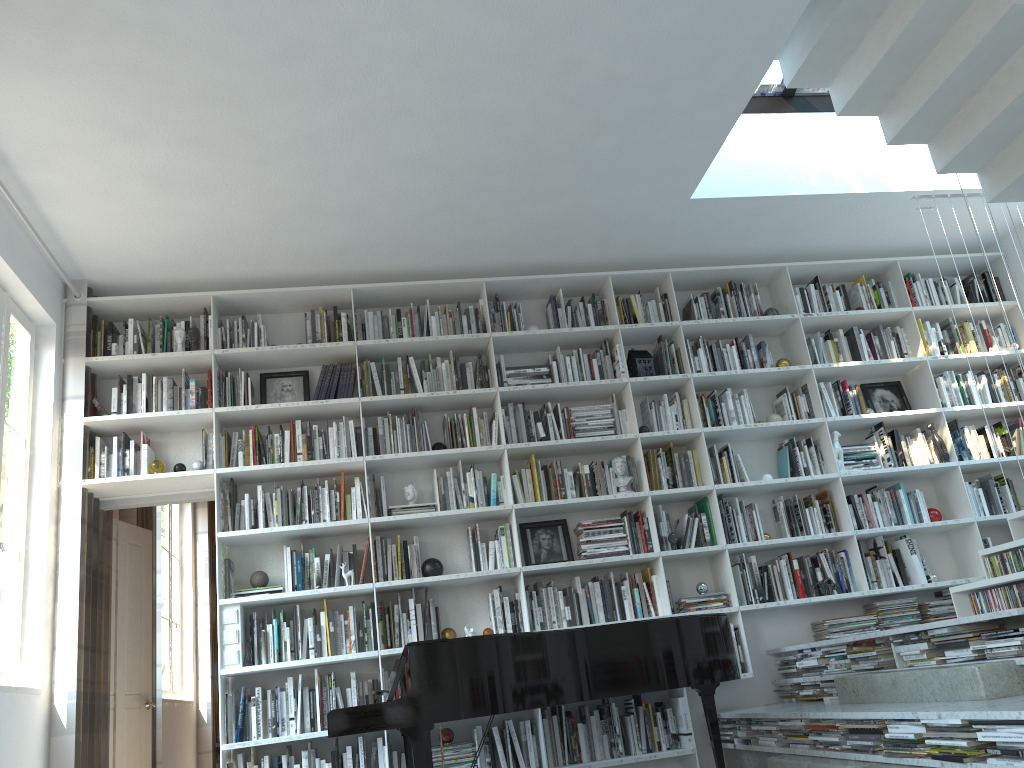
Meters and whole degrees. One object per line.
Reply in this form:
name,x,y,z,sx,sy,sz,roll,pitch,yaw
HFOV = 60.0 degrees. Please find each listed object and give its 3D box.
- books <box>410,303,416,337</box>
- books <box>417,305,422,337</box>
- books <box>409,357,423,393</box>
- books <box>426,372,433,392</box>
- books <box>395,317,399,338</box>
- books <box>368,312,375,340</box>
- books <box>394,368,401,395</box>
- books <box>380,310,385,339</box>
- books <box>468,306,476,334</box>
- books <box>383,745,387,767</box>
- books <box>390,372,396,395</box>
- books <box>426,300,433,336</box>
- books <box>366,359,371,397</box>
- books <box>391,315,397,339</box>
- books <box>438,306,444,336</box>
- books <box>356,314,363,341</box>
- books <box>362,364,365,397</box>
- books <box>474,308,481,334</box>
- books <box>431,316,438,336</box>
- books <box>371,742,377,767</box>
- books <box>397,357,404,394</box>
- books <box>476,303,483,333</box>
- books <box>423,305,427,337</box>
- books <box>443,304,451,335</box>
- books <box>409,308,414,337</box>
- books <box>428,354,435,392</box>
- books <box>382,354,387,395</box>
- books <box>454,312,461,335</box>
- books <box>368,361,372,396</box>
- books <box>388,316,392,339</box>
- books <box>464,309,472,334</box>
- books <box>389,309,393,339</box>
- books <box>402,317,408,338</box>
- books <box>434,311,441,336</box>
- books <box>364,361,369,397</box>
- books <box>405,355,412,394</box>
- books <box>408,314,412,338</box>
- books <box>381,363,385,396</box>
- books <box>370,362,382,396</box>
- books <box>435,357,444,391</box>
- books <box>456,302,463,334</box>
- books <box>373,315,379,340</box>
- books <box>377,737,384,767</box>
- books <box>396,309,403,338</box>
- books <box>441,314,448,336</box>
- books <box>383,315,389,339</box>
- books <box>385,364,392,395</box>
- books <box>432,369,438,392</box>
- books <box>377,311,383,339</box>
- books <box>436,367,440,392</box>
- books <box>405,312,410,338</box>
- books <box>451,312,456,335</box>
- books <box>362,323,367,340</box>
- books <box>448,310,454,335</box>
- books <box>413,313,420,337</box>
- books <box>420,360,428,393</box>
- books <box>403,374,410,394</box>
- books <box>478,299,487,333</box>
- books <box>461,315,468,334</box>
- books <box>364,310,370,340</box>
books,-0.638,-0.357,5.729,0.010,0.297,0.151,-4,-19,-10
books,-0.597,-0.351,5.730,0.013,0.275,0.165,-4,-19,-10
books,-0.605,-0.009,5.600,0.075,0.284,0.179,-4,-19,-10
books,-0.523,0.038,5.605,0.028,0.179,0.168,-4,-19,-10
books,-0.741,-0.305,5.714,0.012,0.215,0.151,-4,-19,-10
books,-0.897,-0.317,5.678,0.031,0.254,0.146,-4,-19,-10
books,-0.722,0.033,5.575,0.029,0.218,0.158,-4,-19,-10
books,-0.829,-0.321,5.684,0.012,0.249,0.174,-4,-19,-10
books,-0.263,-0.362,5.802,0.029,0.260,0.152,-4,-19,-10
books,-0.683,2.084,4.807,0.017,0.232,0.213,-4,-19,-10
books,-0.747,0.046,5.574,0.024,0.200,0.154,-4,-19,-10
books,-0.537,-0.370,5.758,0.014,0.314,0.166,-4,-19,-10
books,-0.903,0.012,5.581,0.014,0.308,0.130,-4,-19,-10
books,-0.761,-0.309,5.721,0.025,0.234,0.130,-4,-19,-10
books,-0.464,-0.352,5.764,0.014,0.268,0.157,-4,-19,-10
books,-0.969,-0.305,5.657,0.029,0.236,0.157,-4,-19,-10
books,-0.925,0.026,5.534,0.023,0.255,0.175,-4,-19,-10
books,-0.231,-0.355,5.782,0.026,0.224,0.173,-4,-19,-10
books,-0.506,-0.315,5.734,0.031,0.189,0.182,-4,-19,-10
books,-0.758,2.092,4.837,0.065,0.255,0.156,-4,-19,-10
books,-0.701,-0.004,5.591,0.023,0.292,0.156,-4,-19,-10
books,-0.215,-0.373,5.799,0.014,0.266,0.172,-4,-19,-10
books,-0.564,-0.352,5.733,0.052,0.272,0.173,-4,-19,-10
books,-0.419,-0.361,5.754,0.014,0.265,0.192,-4,-19,-10
books,-0.646,-0.335,5.717,0.013,0.250,0.184,-4,-19,-10
books,-0.511,-0.024,5.629,0.012,0.306,0.145,-4,-19,-10
books,-0.800,-0.009,5.569,0.012,0.314,0.172,-4,-19,-10
books,-0.360,-0.337,5.745,0.026,0.199,0.188,-4,-19,-10
books,-0.886,0.013,5.558,0.010,0.286,0.149,-4,-19,-10
books,-0.784,-0.304,5.686,0.014,0.206,0.167,-4,-19,-10
books,-0.287,-0.352,5.786,0.026,0.236,0.149,-4,-19,-10
books,-0.776,-0.331,5.699,0.010,0.263,0.161,-4,-19,-10
books,-0.690,-0.305,5.711,0.030,0.200,0.152,-4,-19,-10
books,-0.482,-0.336,5.755,0.026,0.235,0.135,-4,-19,-10
books,-0.911,0.017,5.555,0.013,0.282,0.159,-4,-19,-10
books,-0.654,-0.011,5.621,0.013,0.314,0.135,-4,-19,-10
books,-0.656,-0.318,5.709,0.011,0.215,0.160,-4,-19,-10
books,-0.809,0.020,5.567,0.011,0.259,0.158,-4,-19,-10
books,-0.849,0.019,5.569,0.067,0.273,0.168,-4,-19,-10
books,-0.460,-0.013,5.646,0.026,0.285,0.138,-4,-19,-10
books,-0.339,-0.372,5.781,0.013,0.284,0.160,-4,-19,-10
books,-0.867,-0.304,5.674,0.023,0.219,0.182,-4,-19,-10
books,-0.714,2.080,4.850,0.027,0.275,0.144,-4,-19,-10
books,-0.724,-0.331,5.725,0.028,0.267,0.152,-4,-19,-10
books,-0.441,-0.325,5.767,0.029,0.213,0.142,-4,-19,-10
books,-0.804,-0.307,5.670,0.029,0.207,0.179,-4,-19,-10
books,-0.775,0.024,5.563,0.031,0.241,0.182,-4,-19,-10
books,-0.491,0.029,5.640,0.024,0.211,0.128,-4,-19,-10
books,-0.847,-0.319,5.685,0.023,0.250,0.171,-4,-19,-10
books,-0.471,0.020,5.618,0.010,0.207,0.174,-4,-19,-10
books,-0.670,-0.323,5.717,0.013,0.233,0.155,-4,-19,-10
books,-0.380,-0.337,5.746,0.013,0.206,0.178,-4,-19,-10
books,-0.942,-0.276,5.667,0.024,0.182,0.134,-4,-19,-10
books,-0.400,-0.342,5.758,0.021,0.228,0.161,-4,-19,-10
books,-0.616,-0.325,5.734,0.029,0.235,0.130,-4,-19,-10
books,-0.556,0.002,5.620,0.027,0.264,0.169,-4,-19,-10
books,-0.667,0.051,5.587,0.034,0.180,0.160,-4,-19,-10
books,-0.196,-0.386,5.802,0.026,0.287,0.176,-4,-19,-10
books,-0.311,-0.329,5.763,0.031,0.184,0.177,-4,-19,-10
books,-0.927,-0.320,5.695,0.021,0.278,0.141,-4,-19,-10
